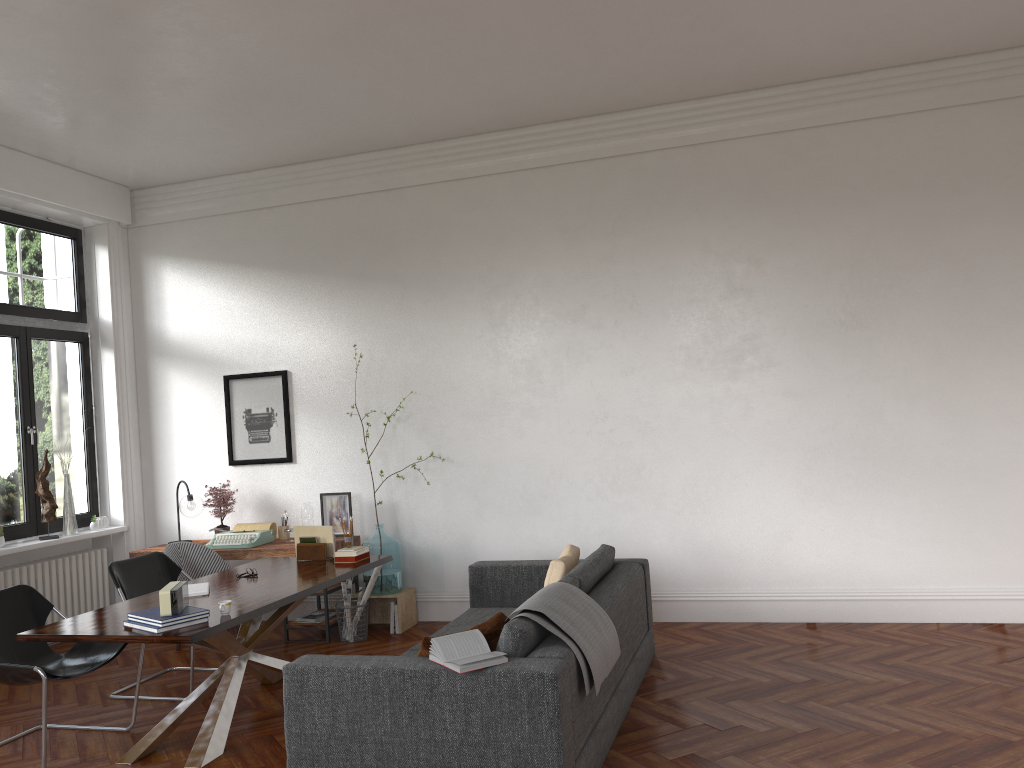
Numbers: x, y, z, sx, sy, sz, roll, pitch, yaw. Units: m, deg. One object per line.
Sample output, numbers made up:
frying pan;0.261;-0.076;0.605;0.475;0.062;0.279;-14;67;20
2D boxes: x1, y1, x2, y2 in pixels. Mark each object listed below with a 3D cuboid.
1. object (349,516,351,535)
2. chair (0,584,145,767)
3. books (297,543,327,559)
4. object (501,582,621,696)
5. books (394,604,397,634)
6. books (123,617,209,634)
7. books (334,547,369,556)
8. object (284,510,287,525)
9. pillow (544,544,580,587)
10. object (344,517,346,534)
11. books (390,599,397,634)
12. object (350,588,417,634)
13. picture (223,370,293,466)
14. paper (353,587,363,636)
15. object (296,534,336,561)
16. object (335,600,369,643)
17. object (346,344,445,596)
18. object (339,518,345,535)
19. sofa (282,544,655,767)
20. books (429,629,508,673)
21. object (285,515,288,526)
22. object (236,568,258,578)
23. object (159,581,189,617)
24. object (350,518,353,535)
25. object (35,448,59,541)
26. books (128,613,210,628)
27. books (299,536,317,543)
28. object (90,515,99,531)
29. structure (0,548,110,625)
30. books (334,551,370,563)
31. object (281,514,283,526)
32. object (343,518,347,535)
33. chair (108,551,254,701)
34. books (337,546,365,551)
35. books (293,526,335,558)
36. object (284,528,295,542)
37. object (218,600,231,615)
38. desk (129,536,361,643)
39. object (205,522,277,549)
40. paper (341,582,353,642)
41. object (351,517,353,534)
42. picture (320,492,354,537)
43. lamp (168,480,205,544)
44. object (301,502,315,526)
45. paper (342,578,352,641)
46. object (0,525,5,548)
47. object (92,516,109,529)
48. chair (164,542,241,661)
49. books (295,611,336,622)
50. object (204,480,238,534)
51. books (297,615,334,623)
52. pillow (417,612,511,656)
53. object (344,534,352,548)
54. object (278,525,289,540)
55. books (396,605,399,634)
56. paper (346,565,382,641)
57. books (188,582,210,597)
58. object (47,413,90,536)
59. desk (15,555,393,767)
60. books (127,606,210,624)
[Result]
object;-1.127;1.018;6.158;0.008;0.195;0.038;-5;-1;43
chair;-2.565;1.573;4.860;0.746;0.872;0.752;-4;-2;16
books;-1.394;1.167;6.167;0.221;0.124;0.028;-4;-1;17
object;0.252;1.192;4.221;0.400;0.387;0.752;-4;-2;16
books;-0.899;1.874;7.121;0.012;0.232;0.170;-4;-1;16
books;-1.705;1.169;4.364;0.348;0.027;0.264;-6;-3;41
books;-1.097;1.151;6.086;0.164;0.028;0.207;-4;-2;14
object;-1.935;1.200;7.576;0.023;0.239;0.028;-4;-1;14
pillow;0.289;1.251;5.475;0.225;0.460;0.486;-4;-2;16
object;-1.153;1.019;6.151;0.008;0.195;0.032;-3;-1;-30
books;-0.927;1.864;7.137;0.054;0.257;0.187;-4;-1;17
object;-1.051;1.862;7.259;0.435;0.316;0.341;-4;-2;17
picture;-2.262;0.306;7.896;0.634;0.816;0.050;-4;-1;17
paper;-1.226;1.813;7.039;0.026;0.388;0.126;-4;-1;39
object;-1.375;1.145;6.220;0.228;0.166;0.150;-4;-2;17
object;-1.244;1.870;6.942;0.260;0.304;0.261;-3;-2;-19
object;-0.944;0.670;7.300;0.807;2.057;0.354;-4;-1;-3
object;-1.162;1.021;6.124;0.049;0.193;0.008;-3;-1;-14
sofa;-0.027;1.476;4.931;1.262;0.828;2.645;-4;-2;16
books;-0.187;1.108;3.702;0.224;0.096;0.279;-3;-2;-32
object;-1.928;1.216;7.563;0.054;0.207;0.008;-4;-1;0
object;-1.702;1.208;5.682;0.132;0.047;0.114;-3;-2;-20
object;-1.667;1.058;4.381;0.082;0.125;0.276;-4;-2;-10
object;-1.111;1.017;6.117;0.049;0.193;0.008;-5;-1;40
object;-3.835;0.905;7.300;0.165;0.753;0.143;-3;-1;-31
books;-1.692;1.146;4.368;0.344;0.017;0.250;-6;-3;41
books;-1.423;1.149;6.223;0.128;0.157;0.041;-4;-1;17
object;-3.664;1.217;7.773;0.072;0.134;0.072;-5;-2;42
structure;-3.888;1.853;7.343;0.225;0.778;1.453;-4;-2;16
books;-1.093;1.184;6.076;0.159;0.040;0.215;-4;-2;18
object;-1.957;1.218;7.564;0.008;0.207;0.054;-3;-1;-18
object;-1.143;1.019;6.106;0.008;0.193;0.049;-4;-1;21
chair;-2.229;1.594;5.987;0.746;0.872;0.752;-4;-2;16
books;-1.106;1.133;6.101;0.128;0.008;0.159;-4;-2;18
books;-1.394;1.115;6.259;0.310;0.239;0.043;-4;-1;16
object;-1.844;1.258;7.371;0.093;0.101;0.093;-4;-1;8
object;-1.461;1.137;4.493;0.064;0.065;0.082;-5;-2;37
desk;-2.204;1.713;7.405;1.799;0.757;0.647;-4;-2;17
object;-2.283;1.258;7.372;0.535;0.149;0.484;-4;-2;15
paper;-1.273;1.768;6.863;0.073;0.478;0.033;-3;-1;-37
object;-1.108;1.016;6.130;0.037;0.195;0.008;-4;-1;29
picture;-1.481;1.103;7.486;0.282;0.369;0.023;-4;-1;17
lamp;-2.826;1.108;7.665;0.442;0.549;0.207;-5;-2;40
object;-1.724;1.154;7.494;0.111;0.302;0.112;-3;-1;-37
paper;-1.303;1.703;7.042;0.047;0.626;0.294;-4;-1;9
object;-3.998;1.180;6.900;0.099;0.185;0.097;-5;-2;39
object;-3.694;1.244;7.962;0.132;0.097;0.134;-3;-2;-13
chair;-2.360;1.628;6.835;0.716;0.899;0.547;-4;-1;9
books;-1.577;1.869;7.130;0.196;0.014;0.268;-5;-2;28
object;-2.542;1.101;7.724;0.289;0.528;0.308;-3;-1;-29
books;-1.576;1.884;7.130;0.196;0.014;0.268;-4;-2;15
pillow;-0.242;1.259;4.016;0.469;0.396;0.330;-3;-2;-36
object;-1.130;1.086;6.131;0.058;0.091;0.058;-4;-1;3
object;-1.942;1.265;7.548;0.075;0.113;0.058;-4;-1;17
books;-0.886;1.873;7.117;0.012;0.232;0.170;-4;-1;16
paper;-1.149;1.687;6.911;0.330;0.609;0.047;-4;-1;-3
books;-1.903;1.218;5.224;0.231;0.026;0.326;-3;-2;-18
object;-3.741;0.758;7.561;0.289;1.053;0.295;-4;-1;19
desk;-1.612;1.585;5.263;1.030;0.751;2.226;-4;-2;16
books;-1.693;1.129;4.368;0.344;0.017;0.250;-6;-3;41
